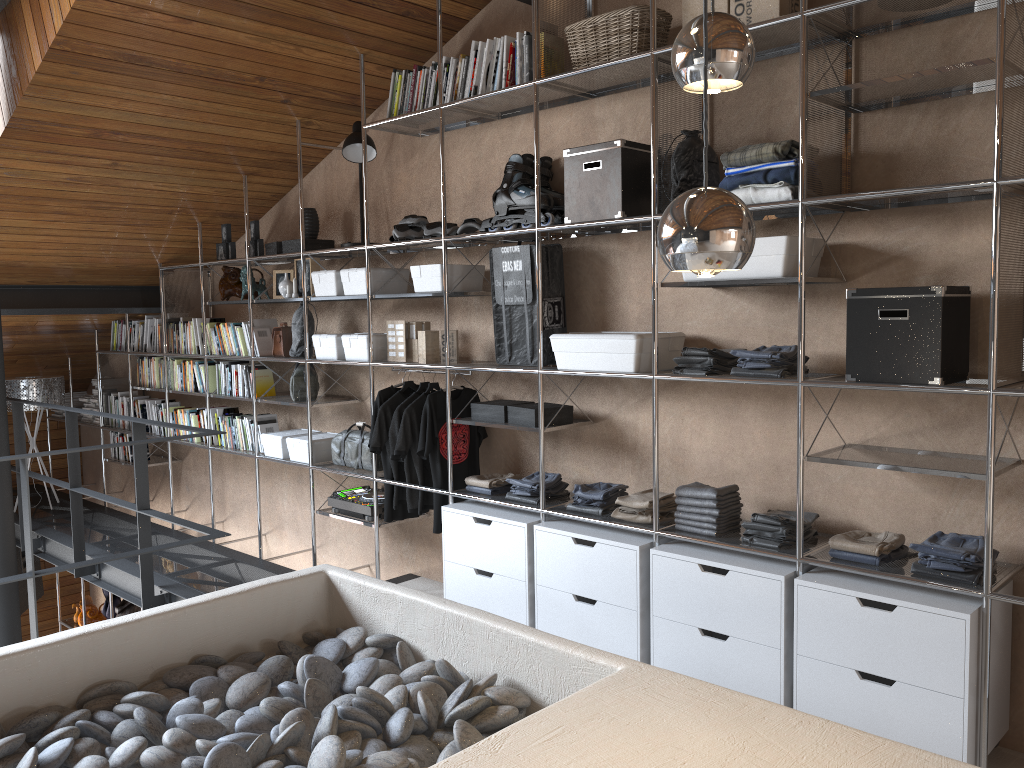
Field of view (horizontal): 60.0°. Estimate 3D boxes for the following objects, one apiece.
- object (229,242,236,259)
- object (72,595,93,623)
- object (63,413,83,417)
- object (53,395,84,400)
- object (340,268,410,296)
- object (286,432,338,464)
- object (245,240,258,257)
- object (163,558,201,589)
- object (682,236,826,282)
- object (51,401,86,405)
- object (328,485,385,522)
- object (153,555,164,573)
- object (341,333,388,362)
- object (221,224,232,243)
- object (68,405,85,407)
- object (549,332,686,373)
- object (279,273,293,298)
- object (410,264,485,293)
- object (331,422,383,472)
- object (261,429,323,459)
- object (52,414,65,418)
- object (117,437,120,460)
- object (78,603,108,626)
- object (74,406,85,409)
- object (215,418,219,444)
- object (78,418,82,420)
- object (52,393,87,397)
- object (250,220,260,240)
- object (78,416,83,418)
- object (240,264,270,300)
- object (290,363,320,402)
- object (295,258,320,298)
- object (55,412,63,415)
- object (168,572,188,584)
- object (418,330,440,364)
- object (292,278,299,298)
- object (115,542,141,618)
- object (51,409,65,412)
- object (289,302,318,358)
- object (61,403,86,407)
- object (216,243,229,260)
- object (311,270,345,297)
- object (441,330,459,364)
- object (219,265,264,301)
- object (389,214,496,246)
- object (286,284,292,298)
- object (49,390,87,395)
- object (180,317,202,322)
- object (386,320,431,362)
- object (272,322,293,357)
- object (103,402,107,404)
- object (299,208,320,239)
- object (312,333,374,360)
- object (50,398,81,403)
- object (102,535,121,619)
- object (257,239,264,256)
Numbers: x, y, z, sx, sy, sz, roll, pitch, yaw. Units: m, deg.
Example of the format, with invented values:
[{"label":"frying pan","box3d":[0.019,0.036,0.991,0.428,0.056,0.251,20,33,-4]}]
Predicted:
[{"label":"object","box3d":[-1.722,-0.814,5.463,0.029,0.117,0.086,-3,5,-26]},{"label":"object","box3d":[-3.711,1.947,7.682,0.107,0.209,0.233,2,5,30]},{"label":"object","box3d":[-3.569,0.246,7.390,0.176,0.025,0.262,3,7,43]},{"label":"object","box3d":[-3.770,0.111,7.558,0.174,0.021,0.233,3,7,43]},{"label":"object","box3d":[-0.705,-0.527,4.583,0.228,0.136,0.295,3,6,43]},{"label":"object","box3d":[-1.098,0.362,5.038,0.228,0.136,0.295,3,6,43]},{"label":"object","box3d":[-1.582,-0.813,5.392,0.086,0.117,0.029,2,6,34]},{"label":"object","box3d":[-2.419,1.325,6.502,0.215,0.458,0.328,-5,6,-41]},{"label":"object","box3d":[0.840,-0.435,3.135,0.437,0.135,0.289,3,6,43]},{"label":"object","box3d":[-3.762,0.159,7.545,0.182,0.016,0.246,3,7,43]},{"label":"object","box3d":[-0.758,0.637,4.790,0.404,0.114,0.320,3,6,43]},{"label":"object","box3d":[-2.772,1.316,6.784,0.328,0.442,0.207,2,6,37]},{"label":"object","box3d":[-0.703,-0.193,4.606,0.228,0.136,0.295,3,6,43]},{"label":"object","box3d":[-1.765,-0.930,5.481,0.029,0.114,0.084,-5,6,-39]},{"label":"object","box3d":[-3.763,0.189,7.566,0.167,0.017,0.224,3,7,43]},{"label":"object","box3d":[0.421,-0.132,3.548,0.445,0.147,0.343,3,6,43]},{"label":"object","box3d":[-1.289,-0.563,5.078,0.091,0.146,0.091,-2,5,-13]},{"label":"object","box3d":[-0.302,-0.498,4.201,0.222,0.124,0.290,3,6,43]},{"label":"object","box3d":[-0.805,0.326,4.753,0.376,0.247,0.166,3,6,41]},{"label":"object","box3d":[-1.292,0.351,5.222,0.228,0.136,0.295,3,6,43]},{"label":"object","box3d":[-3.769,0.261,7.565,0.176,0.025,0.234,3,7,43]},{"label":"object","box3d":[-2.949,0.486,6.755,0.011,0.174,0.111,3,6,43]},{"label":"object","box3d":[-3.527,1.958,7.512,0.278,0.222,0.138,-4,6,-36]},{"label":"object","box3d":[-3.590,0.200,7.379,0.161,0.013,0.203,3,7,43]},{"label":"object","box3d":[-1.837,0.297,5.702,0.042,0.180,0.131,3,6,43]},{"label":"object","box3d":[-3.582,0.279,7.388,0.161,0.012,0.201,3,7,43]},{"label":"object","box3d":[-3.776,0.093,7.551,0.182,0.016,0.246,3,7,43]},{"label":"object","box3d":[-1.550,-0.925,5.348,0.029,0.114,0.084,-4,6,-35]},{"label":"object","box3d":[-3.574,0.265,7.401,0.159,0.012,0.226,3,7,43]},{"label":"object","box3d":[-1.550,-0.612,5.344,0.102,0.220,0.197,1,5,28]},{"label":"object","box3d":[-1.201,-0.030,5.125,0.166,0.240,0.390,-2,5,-14]},{"label":"object","box3d":[-1.139,-0.590,4.946,0.157,0.219,0.062,3,6,43]},{"label":"object","box3d":[-3.760,0.241,7.574,0.161,0.013,0.216,3,7,43]},{"label":"object","box3d":[-2.323,1.439,6.231,0.131,0.280,0.208,1,5,25]},{"label":"object","box3d":[-0.397,-0.177,4.231,0.074,0.156,0.078,-4,5,-31]},{"label":"object","box3d":[-1.208,-0.536,4.937,0.037,0.114,0.037,2,5,29]},{"label":"object","box3d":[-3.107,1.665,7.139,0.305,0.840,0.237,-6,6,-44]},{"label":"object","box3d":[-3.771,0.217,7.561,0.159,0.012,0.243,3,7,43]},{"label":"object","box3d":[-1.188,-0.296,5.027,0.157,0.339,0.229,-3,5,-20]},{"label":"object","box3d":[-3.762,0.174,7.546,0.182,0.016,0.246,3,7,43]},{"label":"object","box3d":[-1.799,-0.817,5.523,0.086,0.117,0.029,2,5,29]},{"label":"object","box3d":[-0.894,-0.539,4.762,0.228,0.136,0.295,3,6,43]},{"label":"object","box3d":[-0.294,-0.176,4.203,0.074,0.156,0.078,-1,5,3]},{"label":"object","box3d":[-1.679,-0.625,5.501,0.278,0.222,0.138,-1,5,0]},{"label":"object","box3d":[-0.337,-0.750,4.215,0.657,0.141,0.286,2,6,36]},{"label":"object","box3d":[-1.250,-0.519,4.965,0.037,0.077,0.037,2,5,29]},{"label":"object","box3d":[-3.784,0.077,7.557,0.182,0.016,0.246,3,7,43]},{"label":"object","box3d":[-2.155,-0.329,5.973,0.023,0.240,0.146,3,6,43]},{"label":"object","box3d":[-0.509,-0.216,4.427,0.196,0.205,0.142,3,6,42]},{"label":"object","box3d":[-1.342,-0.261,5.202,0.082,0.202,0.227,-1,5,5]},{"label":"object","box3d":[-3.120,0.139,6.959,0.161,0.013,0.217,3,7,43]},{"label":"object","box3d":[-1.137,-0.894,4.976,0.115,0.177,0.115,-3,5,-22]},{"label":"object","box3d":[-0.896,-0.205,4.789,0.228,0.136,0.295,3,6,43]},{"label":"object","box3d":[-3.765,0.136,7.541,0.180,0.028,0.252,3,7,43]},{"label":"object","box3d":[-3.317,1.633,7.306,0.244,0.879,0.244,-3,5,-18]},{"label":"object","box3d":[-1.510,-0.809,5.326,0.029,0.117,0.086,-3,5,-22]}]
